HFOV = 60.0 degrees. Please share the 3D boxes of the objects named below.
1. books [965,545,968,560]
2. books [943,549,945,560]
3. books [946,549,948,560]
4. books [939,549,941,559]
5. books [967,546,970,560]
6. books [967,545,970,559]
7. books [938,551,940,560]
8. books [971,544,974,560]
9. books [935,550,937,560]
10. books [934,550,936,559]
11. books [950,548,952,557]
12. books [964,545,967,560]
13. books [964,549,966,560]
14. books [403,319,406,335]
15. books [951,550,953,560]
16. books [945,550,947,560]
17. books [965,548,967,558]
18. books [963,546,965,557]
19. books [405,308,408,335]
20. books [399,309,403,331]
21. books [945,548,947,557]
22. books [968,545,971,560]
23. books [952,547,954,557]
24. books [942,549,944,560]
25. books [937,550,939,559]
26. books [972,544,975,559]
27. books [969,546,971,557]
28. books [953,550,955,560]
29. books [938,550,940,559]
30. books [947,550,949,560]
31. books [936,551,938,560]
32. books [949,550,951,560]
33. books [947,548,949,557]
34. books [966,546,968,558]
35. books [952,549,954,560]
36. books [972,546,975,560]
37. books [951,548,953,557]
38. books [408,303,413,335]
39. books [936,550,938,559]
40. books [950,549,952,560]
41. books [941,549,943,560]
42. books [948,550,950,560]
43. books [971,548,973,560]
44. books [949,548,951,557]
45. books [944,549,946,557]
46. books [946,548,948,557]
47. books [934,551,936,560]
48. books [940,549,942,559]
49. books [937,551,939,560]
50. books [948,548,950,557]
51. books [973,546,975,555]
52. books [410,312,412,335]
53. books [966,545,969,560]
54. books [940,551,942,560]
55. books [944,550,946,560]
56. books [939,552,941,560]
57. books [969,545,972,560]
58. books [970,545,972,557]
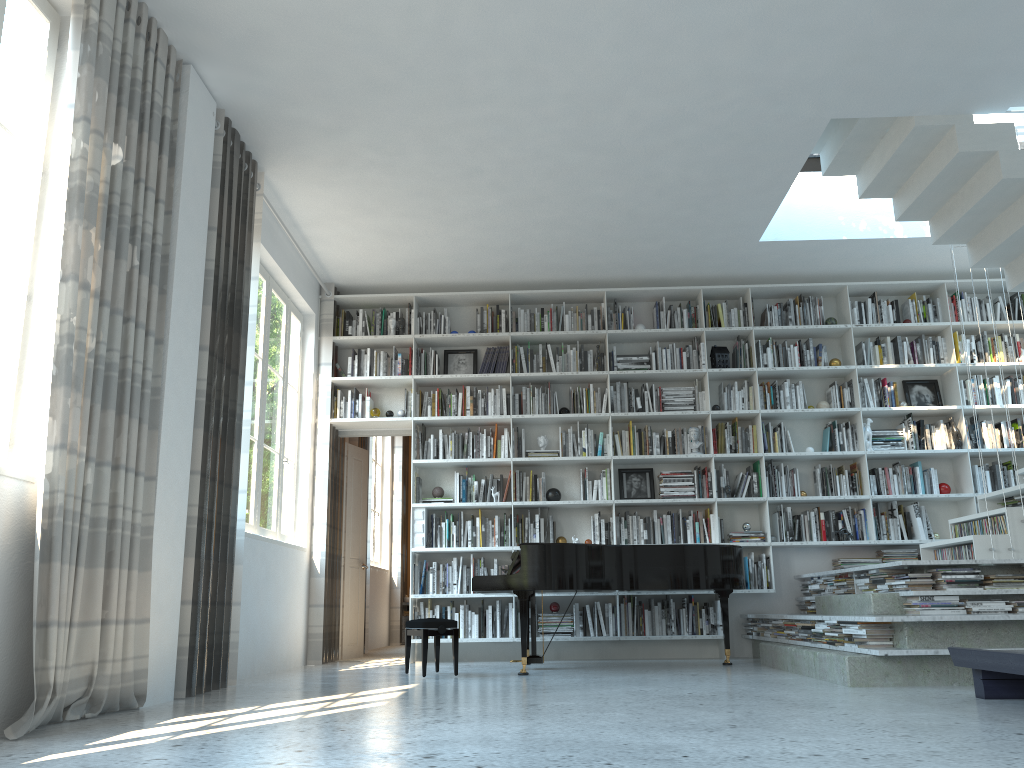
[{"bbox_3d":[3.135,1.152,5.991,0.125,0.125,0.011,-1,-14,2],"label":"books"},{"bbox_3d":[3.146,1.237,6.323,0.125,0.125,0.007,-1,-14,2],"label":"books"},{"bbox_3d":[3.145,1.226,6.278,0.125,0.125,0.009,-1,-14,2],"label":"books"},{"bbox_3d":[3.148,1.253,6.383,0.125,0.125,0.009,-1,-14,2],"label":"books"},{"bbox_3d":[3.134,1.146,5.967,0.125,0.125,0.010,-1,-14,2],"label":"books"},{"bbox_3d":[3.134,1.144,5.958,0.125,0.125,0.012,-1,-14,2],"label":"books"},{"bbox_3d":[3.149,1.259,6.407,0.125,0.125,0.010,-1,-14,2],"label":"books"},{"bbox_3d":[3.132,1.131,5.910,0.125,0.125,0.008,-1,-14,2],"label":"books"},{"bbox_3d":[3.150,1.271,6.453,0.125,0.125,0.010,-1,-14,2],"label":"books"},{"bbox_3d":[3.151,1.273,6.462,0.125,0.125,0.008,-1,-14,2],"label":"books"},{"bbox_3d":[3.142,1.208,6.210,0.125,0.125,0.009,-1,-14,2],"label":"books"},{"bbox_3d":[3.135,1.156,6.007,0.125,0.125,0.008,-1,-14,2],"label":"books"},{"bbox_3d":[3.136,1.158,6.015,0.125,0.125,0.007,-1,-14,2],"label":"books"},{"bbox_3d":[-0.954,-0.464,7.945,0.028,0.184,0.168,-1,-14,2],"label":"books"},{"bbox_3d":[3.142,1.206,6.202,0.125,0.125,0.008,-1,-14,2],"label":"books"},{"bbox_3d":[3.145,1.230,6.294,0.125,0.125,0.007,-1,-14,2],"label":"books"},{"bbox_3d":[3.135,1.154,5.998,0.125,0.125,0.011,-1,-14,2],"label":"books"},{"bbox_3d":[3.136,1.160,6.022,0.125,0.125,0.008,-1,-14,2],"label":"books"},{"bbox_3d":[-0.930,-0.514,7.956,0.022,0.286,0.175,-1,-14,2],"label":"books"},{"bbox_3d":[-0.999,-0.513,7.966,0.013,0.291,0.155,-1,-14,2],"label":"books"},{"bbox_3d":[3.145,1.228,6.286,0.125,0.125,0.008,-1,-14,2],"label":"books"},{"bbox_3d":[3.133,1.141,5.947,0.125,0.125,0.008,-1,-14,2],"label":"books"},{"bbox_3d":[3.141,1.201,6.180,0.125,0.125,0.007,-1,-14,2],"label":"books"},{"bbox_3d":[3.147,1.241,6.337,0.125,0.125,0.008,-1,-14,2],"label":"books"},{"bbox_3d":[3.149,1.261,6.415,0.125,0.125,0.008,-1,-14,2],"label":"books"},{"bbox_3d":[3.132,1.126,5.890,0.125,0.125,0.010,-1,-14,2],"label":"books"},{"bbox_3d":[3.133,1.139,5.939,0.125,0.125,0.007,-1,-14,2],"label":"books"},{"bbox_3d":[3.141,1.199,6.173,0.125,0.125,0.008,-1,-14,2],"label":"books"},{"bbox_3d":[3.149,1.257,6.398,0.125,0.125,0.007,-1,-14,2],"label":"books"},{"bbox_3d":[3.144,1.222,6.263,0.125,0.125,0.007,-1,-14,2],"label":"books"},{"bbox_3d":[3.150,1.266,6.437,0.125,0.125,0.007,-1,-14,2],"label":"books"},{"bbox_3d":[3.143,1.214,6.233,0.125,0.125,0.007,-1,-14,2],"label":"books"},{"bbox_3d":[3.144,1.220,6.256,0.125,0.125,0.008,-1,-14,2],"label":"books"},{"bbox_3d":[3.135,1.150,5.982,0.125,0.125,0.008,-1,-14,2],"label":"books"},{"bbox_3d":[3.141,1.202,6.187,0.125,0.125,0.008,-1,-14,2],"label":"books"},{"bbox_3d":[3.132,1.129,5.900,0.125,0.125,0.010,-1,-14,2],"label":"books"},{"bbox_3d":[3.142,1.204,6.195,0.125,0.125,0.009,-1,-14,2],"label":"books"},{"bbox_3d":[-0.913,-0.540,7.956,0.014,0.336,0.168,-1,-14,2],"label":"books"},{"bbox_3d":[3.150,1.264,6.429,0.125,0.125,0.007,-1,-14,2],"label":"books"},{"bbox_3d":[3.143,1.210,6.217,0.125,0.125,0.008,-1,-14,2],"label":"books"},{"bbox_3d":[3.147,1.245,6.353,0.125,0.125,0.008,-1,-14,2],"label":"books"},{"bbox_3d":[3.144,1.218,6.248,0.125,0.125,0.009,-1,-14,2],"label":"books"},{"bbox_3d":[3.132,1.133,5.917,0.125,0.125,0.008,-1,-14,2],"label":"books"},{"bbox_3d":[3.143,1.212,6.225,0.125,0.125,0.009,-1,-14,2],"label":"books"},{"bbox_3d":[3.145,1.232,6.301,0.125,0.125,0.008,-1,-14,2],"label":"books"},{"bbox_3d":[3.144,1.224,6.270,0.125,0.125,0.007,-1,-14,2],"label":"books"},{"bbox_3d":[3.151,1.275,6.469,0.125,0.125,0.008,-1,-14,2],"label":"books"},{"bbox_3d":[3.148,1.249,6.367,0.125,0.125,0.008,-1,-14,2],"label":"books"},{"bbox_3d":[3.149,1.263,6.422,0.125,0.125,0.008,-1,-14,2],"label":"books"},{"bbox_3d":[3.143,1.216,6.241,0.125,0.125,0.008,-1,-14,2],"label":"books"},{"bbox_3d":[3.131,1.124,5.882,0.125,0.125,0.008,-1,-14,2],"label":"books"},{"bbox_3d":[-0.893,-0.501,7.953,0.025,0.259,0.138,-1,-14,2],"label":"books"},{"bbox_3d":[3.134,1.148,5.974,0.125,0.125,0.008,-1,-14,2],"label":"books"},{"bbox_3d":[3.148,1.251,6.375,0.125,0.125,0.007,-1,-14,2],"label":"books"},{"bbox_3d":[3.146,1.234,6.308,0.125,0.125,0.008,-1,-14,2],"label":"books"},{"bbox_3d":[3.148,1.254,6.390,0.125,0.125,0.009,-1,-14,2],"label":"books"},{"bbox_3d":[3.133,1.137,5.932,0.125,0.125,0.007,-1,-14,2],"label":"books"},{"bbox_3d":[3.133,1.135,5.925,0.125,0.125,0.007,-1,-14,2],"label":"books"}]
